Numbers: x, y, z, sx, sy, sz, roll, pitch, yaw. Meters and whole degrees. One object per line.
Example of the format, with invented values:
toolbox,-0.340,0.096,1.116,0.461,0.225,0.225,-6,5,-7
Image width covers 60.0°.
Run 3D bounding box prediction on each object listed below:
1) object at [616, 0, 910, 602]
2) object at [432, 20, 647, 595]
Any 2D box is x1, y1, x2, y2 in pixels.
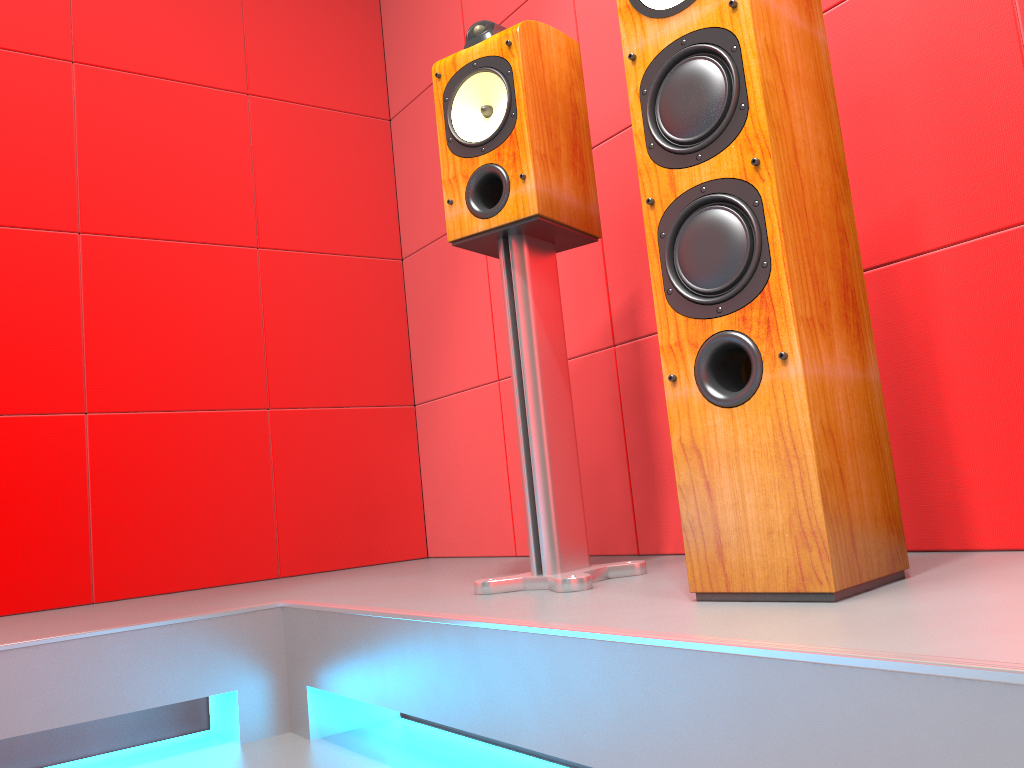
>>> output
object,0.334,-0.243,1.257,0.238,1.052,0.203,2,-11,-45
object,0.039,-0.161,1.673,0.231,1.058,0.265,-11,-9,34
